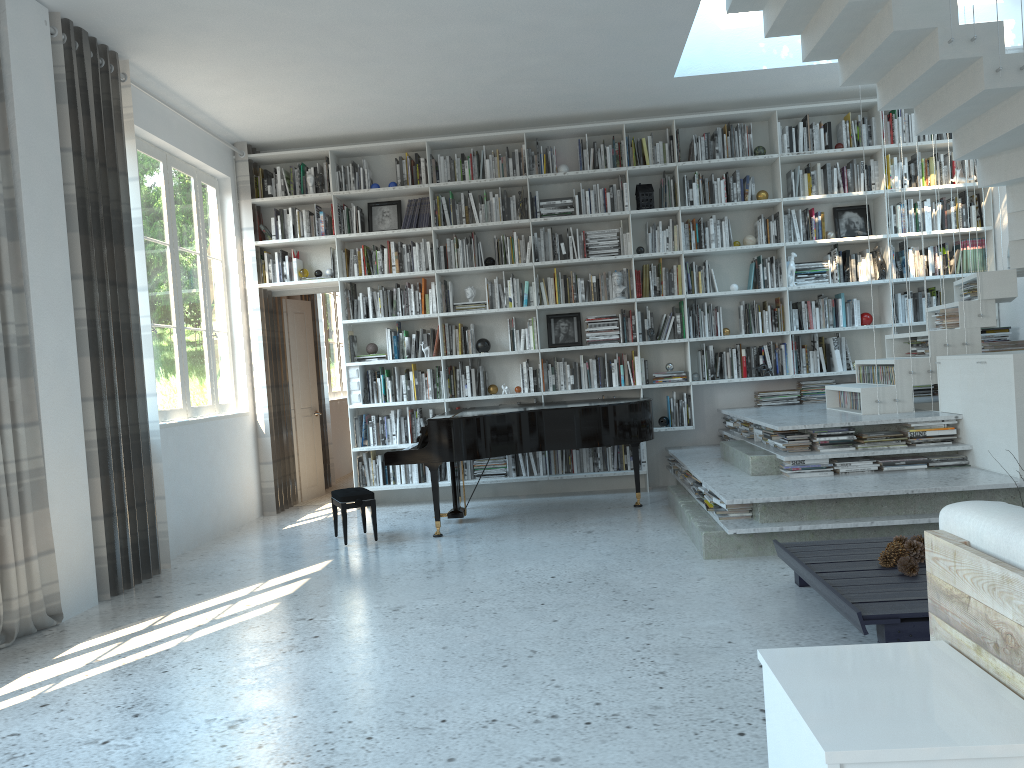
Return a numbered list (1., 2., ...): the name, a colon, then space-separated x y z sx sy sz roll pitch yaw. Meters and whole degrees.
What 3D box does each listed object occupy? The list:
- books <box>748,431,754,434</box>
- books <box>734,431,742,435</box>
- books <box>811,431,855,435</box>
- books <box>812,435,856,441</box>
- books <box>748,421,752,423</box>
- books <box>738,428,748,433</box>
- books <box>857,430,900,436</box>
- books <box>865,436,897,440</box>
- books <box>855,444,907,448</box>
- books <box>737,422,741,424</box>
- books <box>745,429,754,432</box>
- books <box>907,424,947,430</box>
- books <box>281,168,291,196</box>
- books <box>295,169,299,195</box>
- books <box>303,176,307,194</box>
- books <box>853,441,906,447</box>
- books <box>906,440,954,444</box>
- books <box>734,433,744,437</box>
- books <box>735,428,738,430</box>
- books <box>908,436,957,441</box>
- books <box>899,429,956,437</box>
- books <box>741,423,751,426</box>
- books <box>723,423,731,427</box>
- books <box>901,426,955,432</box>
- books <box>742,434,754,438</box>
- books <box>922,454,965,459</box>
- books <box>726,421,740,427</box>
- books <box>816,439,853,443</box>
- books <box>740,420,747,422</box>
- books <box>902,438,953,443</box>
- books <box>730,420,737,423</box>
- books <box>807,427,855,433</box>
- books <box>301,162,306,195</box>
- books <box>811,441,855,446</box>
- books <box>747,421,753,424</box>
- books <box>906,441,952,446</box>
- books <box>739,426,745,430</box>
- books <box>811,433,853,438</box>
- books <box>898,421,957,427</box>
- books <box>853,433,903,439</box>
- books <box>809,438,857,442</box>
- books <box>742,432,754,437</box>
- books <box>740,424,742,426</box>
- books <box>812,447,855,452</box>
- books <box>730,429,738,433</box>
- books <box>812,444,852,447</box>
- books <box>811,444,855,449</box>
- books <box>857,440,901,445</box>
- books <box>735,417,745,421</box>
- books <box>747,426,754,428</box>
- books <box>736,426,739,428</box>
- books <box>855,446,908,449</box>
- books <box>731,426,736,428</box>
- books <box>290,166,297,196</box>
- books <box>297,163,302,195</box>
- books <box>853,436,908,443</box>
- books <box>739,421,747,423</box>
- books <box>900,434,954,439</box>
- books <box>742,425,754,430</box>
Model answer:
1. books: 1.878 0.360 6.708 0.138 0.017 0.237 -4 1 3
2. books: 1.871 0.381 6.998 0.190 0.012 0.235 -4 1 2
3. books: 2.010 0.302 5.574 0.228 0.009 0.159 -4 1 0
4. books: 2.011 0.333 5.558 0.230 0.015 0.190 -4 1 9
5. books: 1.862 0.269 6.706 0.139 0.028 0.261 -4 1 9
6. books: 1.879 0.363 6.997 0.164 0.023 0.242 -4 1 8
7. books: 2.290 0.309 5.548 0.203 0.011 0.173 -4 1 -1
8. books: 2.293 0.332 5.561 0.179 0.010 0.160 -4 1 6
9. books: 2.296 0.384 5.550 0.287 0.005 0.165 -4 1 9
10. books: 1.879 0.303 6.995 0.167 0.008 0.234 -4 1 3
11. books: 1.865 0.343 6.709 0.159 0.018 0.203 -4 1 2
12. books: 2.586 0.260 5.530 0.192 0.024 0.167 -4 1 9
13. books: -1.962 -1.751 7.813 0.057 0.263 0.190 -4 1 4
14. books: -1.878 -1.755 7.841 0.030 0.257 0.130 -4 1 4
15. books: -1.806 -1.724 7.823 0.024 0.187 0.159 -4 1 4
16. books: 2.296 0.374 5.570 0.293 0.014 0.133 -4 1 1
17. books: 2.593 0.356 5.542 0.259 0.009 0.152 -4 1 1
18. books: 1.877 0.392 6.998 0.183 0.012 0.296 -4 1 3
19. books: 1.920 0.364 7.299 0.131 0.021 0.240 -4 1 6
20. books: 2.590 0.333 5.521 0.281 0.008 0.181 -4 1 9
21. books: 2.589 0.299 5.532 0.284 0.030 0.177 -4 1 5
22. books: 1.849 0.302 6.708 0.187 0.009 0.261 -4 1 3
23. books: 1.914 0.347 7.590 0.175 0.017 0.265 -4 1 7
24. books: 2.587 0.279 5.524 0.261 0.012 0.179 -4 1 8
25. books: 1.851 0.389 6.711 0.182 0.011 0.253 -4 1 8
26. books: 2.644 0.445 5.436 0.215 0.007 0.130 -4 1 6
27. books: 1.886 0.323 7.300 0.189 0.030 0.237 -4 1 1
28. books: 2.014 0.355 5.577 0.210 0.012 0.168 -4 1 5
29. books: 1.883 0.282 6.994 0.149 0.013 0.220 -4 1 7
30. books: 2.593 0.344 5.547 0.262 0.016 0.132 -4 1 -1
31. books: 1.896 0.304 7.299 0.171 0.007 0.206 -4 1 6
32. books: 2.011 0.290 5.594 0.261 0.016 0.128 -4 1 3
33. books: -1.836 -1.786 7.834 0.029 0.314 0.129 -4 2 4
34. books: 2.014 0.367 5.567 0.215 0.013 0.189 -4 1 3
35. books: 1.875 0.289 6.706 0.128 0.013 0.296 -4 1 2
36. books: 2.593 0.366 5.532 0.220 0.011 0.177 -4 1 2
37. books: 1.888 0.341 6.995 0.154 0.018 0.220 -4 1 3
38. books: 2.012 0.315 5.583 0.221 0.018 0.154 -4 1 5
39. books: 2.584 0.242 5.519 0.285 0.013 0.181 -4 1 -1
40. books: 2.292 0.321 5.555 0.245 0.013 0.172 -4 1 3
41. books: 2.014 0.344 5.579 0.260 0.009 0.153 -4 1 7
42. books: 1.857 0.376 6.710 0.178 0.014 0.247 -4 1 2
43. books: 1.891 0.326 6.995 0.150 0.013 0.215 -4 1 4
44. books: 2.017 0.405 5.572 0.216 0.015 0.177 -4 1 2
45. books: 1.902 0.384 7.301 0.173 0.017 0.233 -4 1 3
46. books: 2.017 0.379 5.591 0.207 0.012 0.131 -4 1 0
47. books: 2.017 0.391 5.586 0.227 0.013 0.148 -4 1 2
48. books: 2.294 0.359 5.554 0.214 0.015 0.177 -4 1 5
49. books: 1.870 0.269 6.994 0.165 0.015 0.243 -4 1 -1
50. books: 1.857 0.312 6.708 0.161 0.012 0.254 -4 1 8
51. books: 1.901 0.341 7.299 0.163 0.008 0.294 -4 1 2
52. books: 2.296 0.390 5.551 0.291 0.007 0.174 -4 1 7
53. books: 1.906 0.350 7.299 0.152 0.009 0.259 -4 1 1
54. books: -1.914 -1.764 7.825 0.039 0.283 0.181 -4 1 4
55. books: -1.858 -1.779 7.825 0.014 0.304 0.145 -4 1 4
56. books: 2.292 0.345 5.539 0.273 0.014 0.187 -4 1 -1
57. books: 1.884 0.293 6.994 0.160 0.010 0.179 -4 1 4
58. books: 2.591 0.321 5.541 0.268 0.014 0.160 -4 1 3
59. books: 1.855 0.326 6.709 0.179 0.017 0.293 -4 1 5
